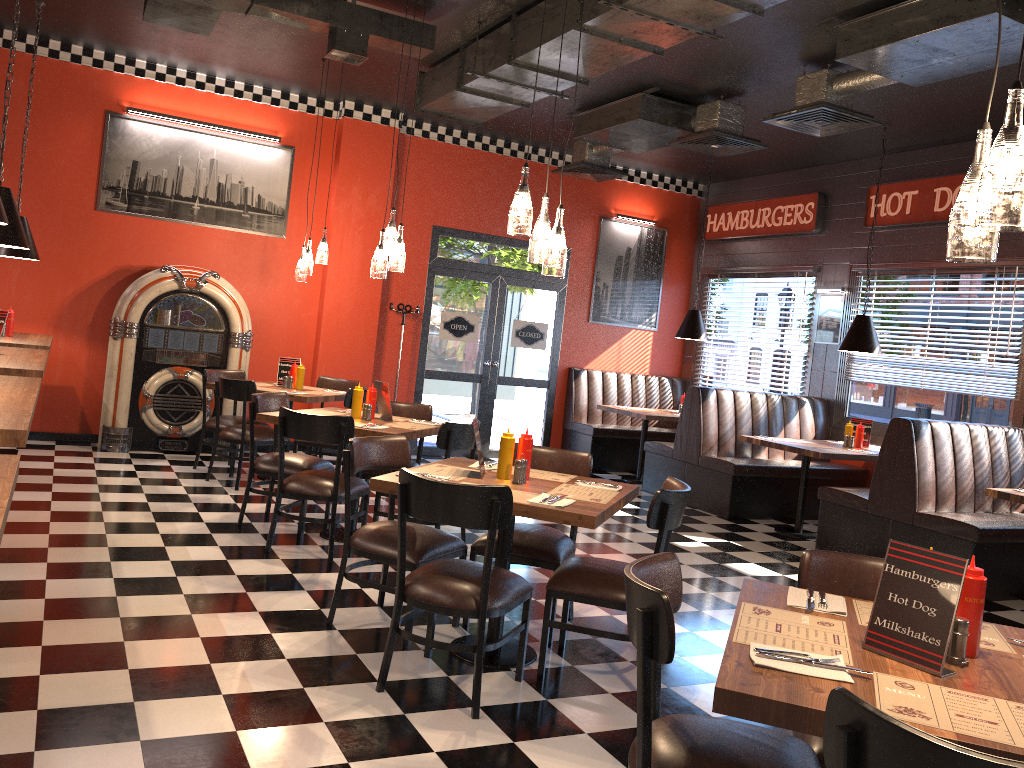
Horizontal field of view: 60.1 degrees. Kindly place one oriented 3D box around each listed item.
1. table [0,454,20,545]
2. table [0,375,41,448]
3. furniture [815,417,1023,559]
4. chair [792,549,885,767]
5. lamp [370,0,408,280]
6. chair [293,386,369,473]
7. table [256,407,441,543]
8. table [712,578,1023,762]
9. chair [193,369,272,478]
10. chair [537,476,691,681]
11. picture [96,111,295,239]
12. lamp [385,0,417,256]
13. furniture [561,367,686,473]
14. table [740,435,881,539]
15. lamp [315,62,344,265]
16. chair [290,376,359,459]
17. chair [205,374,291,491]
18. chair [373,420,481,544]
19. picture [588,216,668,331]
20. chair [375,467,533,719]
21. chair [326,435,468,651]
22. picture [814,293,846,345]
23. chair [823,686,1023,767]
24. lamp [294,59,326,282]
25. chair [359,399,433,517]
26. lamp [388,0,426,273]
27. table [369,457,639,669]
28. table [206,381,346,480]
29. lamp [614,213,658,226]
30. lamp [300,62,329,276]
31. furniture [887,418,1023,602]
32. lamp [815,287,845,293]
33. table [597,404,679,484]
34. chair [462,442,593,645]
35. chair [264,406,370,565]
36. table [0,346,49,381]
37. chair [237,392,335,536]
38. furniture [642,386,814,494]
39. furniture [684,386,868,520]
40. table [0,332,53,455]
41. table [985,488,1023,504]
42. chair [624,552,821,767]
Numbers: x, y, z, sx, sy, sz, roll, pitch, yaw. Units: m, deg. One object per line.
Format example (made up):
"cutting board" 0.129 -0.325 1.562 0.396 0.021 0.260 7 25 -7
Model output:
"table" -1.178 0.724 1.246 0.694 0.999 1.696 6 2 -27
"table" -2.131 0.524 3.137 0.694 0.999 1.696 6 2 -27
"furniture" 3.369 0.841 7.162 1.706 1.154 0.708 5 1 -27
"chair" 1.040 0.968 2.515 0.487 0.867 0.544 6 1 12
"lamp" -0.766 -1.664 5.766 0.108 1.965 0.108 6 0 -15
"chair" -1.508 0.436 7.488 0.545 0.867 0.486 6 1 5
"table" -1.041 0.617 5.857 0.961 0.773 0.956 7 2 18
"table" 0.957 1.030 2.052 0.958 0.773 0.959 7 2 18
"chair" -2.431 0.323 7.730 0.545 0.867 0.485 7 1 27
"chair" 0.459 0.836 3.864 0.545 0.867 0.486 7 1 15
"picture" -3.063 -2.025 8.701 1.766 0.939 0.023 5 1 -27
"lamp" -0.721 -1.840 5.938 0.108 1.965 0.108 6 0 20
"furniture" 1.540 0.457 10.792 1.706 1.154 0.708 5 1 -27
"table" 2.968 0.951 7.900 1.689 0.773 0.959 5 2 -27
"lamp" -1.557 -2.022 7.728 0.108 1.965 0.108 6 0 5
"chair" -1.742 0.376 8.177 0.487 0.867 0.544 7 1 28
"chair" -2.147 0.382 7.196 0.487 0.867 0.543 7 1 38
"chair" -0.518 0.639 5.630 0.545 0.867 0.486 7 1 22
"picture" 1.460 -1.358 11.031 1.021 1.301 0.016 6 1 -27
"chair" -0.209 0.780 3.529 0.487 0.867 0.544 7 1 21
"chair" -0.541 0.709 4.200 0.545 0.867 0.485 7 1 27
"picture" 3.352 -0.689 9.350 0.012 0.536 0.352 6 1 -27
"chair" 0.799 0.989 1.587 0.487 0.867 0.543 7 1 30
"lamp" -1.748 -1.872 7.755 0.109 1.965 0.108 7 0 45
"chair" -0.849 0.569 6.301 0.486 0.867 0.545 6 1 -4
"lamp" -0.657 -1.715 5.833 0.109 1.965 0.108 7 0 45
"table" -0.028 0.824 3.974 0.961 0.773 0.956 7 2 18
"table" -1.976 0.424 7.653 0.961 0.773 0.956 7 2 18
"lamp" 1.534 -2.037 10.992 0.609 0.056 0.081 5 3 -27
"lamp" -1.674 -1.918 7.652 0.108 1.965 0.108 6 0 15
"furniture" 3.686 0.908 6.532 1.706 1.154 0.708 5 1 -27
"lamp" 3.354 -0.992 9.333 0.081 0.056 0.335 5 3 -27
"table" 1.890 0.725 10.039 1.689 0.773 0.959 5 2 -27
"chair" 0.098 0.765 4.480 0.487 0.867 0.544 7 1 18
"chair" -1.158 0.584 5.351 0.487 0.867 0.544 6 1 13
"table" -3.079 0.324 5.018 0.694 0.999 1.696 6 2 -27
"chair" -1.518 0.513 5.966 0.545 0.867 0.486 6 1 10
"furniture" 2.296 0.616 9.292 1.706 1.154 0.708 5 1 -27
"furniture" 2.613 0.682 8.662 1.706 1.154 0.708 5 1 -27
"table" -4.041 0.122 6.927 0.694 0.999 1.696 6 2 -27
"table" 4.035 1.176 5.783 1.689 0.773 0.959 5 2 -27
"chair" 0.509 0.925 2.229 0.545 0.867 0.486 6 1 13
